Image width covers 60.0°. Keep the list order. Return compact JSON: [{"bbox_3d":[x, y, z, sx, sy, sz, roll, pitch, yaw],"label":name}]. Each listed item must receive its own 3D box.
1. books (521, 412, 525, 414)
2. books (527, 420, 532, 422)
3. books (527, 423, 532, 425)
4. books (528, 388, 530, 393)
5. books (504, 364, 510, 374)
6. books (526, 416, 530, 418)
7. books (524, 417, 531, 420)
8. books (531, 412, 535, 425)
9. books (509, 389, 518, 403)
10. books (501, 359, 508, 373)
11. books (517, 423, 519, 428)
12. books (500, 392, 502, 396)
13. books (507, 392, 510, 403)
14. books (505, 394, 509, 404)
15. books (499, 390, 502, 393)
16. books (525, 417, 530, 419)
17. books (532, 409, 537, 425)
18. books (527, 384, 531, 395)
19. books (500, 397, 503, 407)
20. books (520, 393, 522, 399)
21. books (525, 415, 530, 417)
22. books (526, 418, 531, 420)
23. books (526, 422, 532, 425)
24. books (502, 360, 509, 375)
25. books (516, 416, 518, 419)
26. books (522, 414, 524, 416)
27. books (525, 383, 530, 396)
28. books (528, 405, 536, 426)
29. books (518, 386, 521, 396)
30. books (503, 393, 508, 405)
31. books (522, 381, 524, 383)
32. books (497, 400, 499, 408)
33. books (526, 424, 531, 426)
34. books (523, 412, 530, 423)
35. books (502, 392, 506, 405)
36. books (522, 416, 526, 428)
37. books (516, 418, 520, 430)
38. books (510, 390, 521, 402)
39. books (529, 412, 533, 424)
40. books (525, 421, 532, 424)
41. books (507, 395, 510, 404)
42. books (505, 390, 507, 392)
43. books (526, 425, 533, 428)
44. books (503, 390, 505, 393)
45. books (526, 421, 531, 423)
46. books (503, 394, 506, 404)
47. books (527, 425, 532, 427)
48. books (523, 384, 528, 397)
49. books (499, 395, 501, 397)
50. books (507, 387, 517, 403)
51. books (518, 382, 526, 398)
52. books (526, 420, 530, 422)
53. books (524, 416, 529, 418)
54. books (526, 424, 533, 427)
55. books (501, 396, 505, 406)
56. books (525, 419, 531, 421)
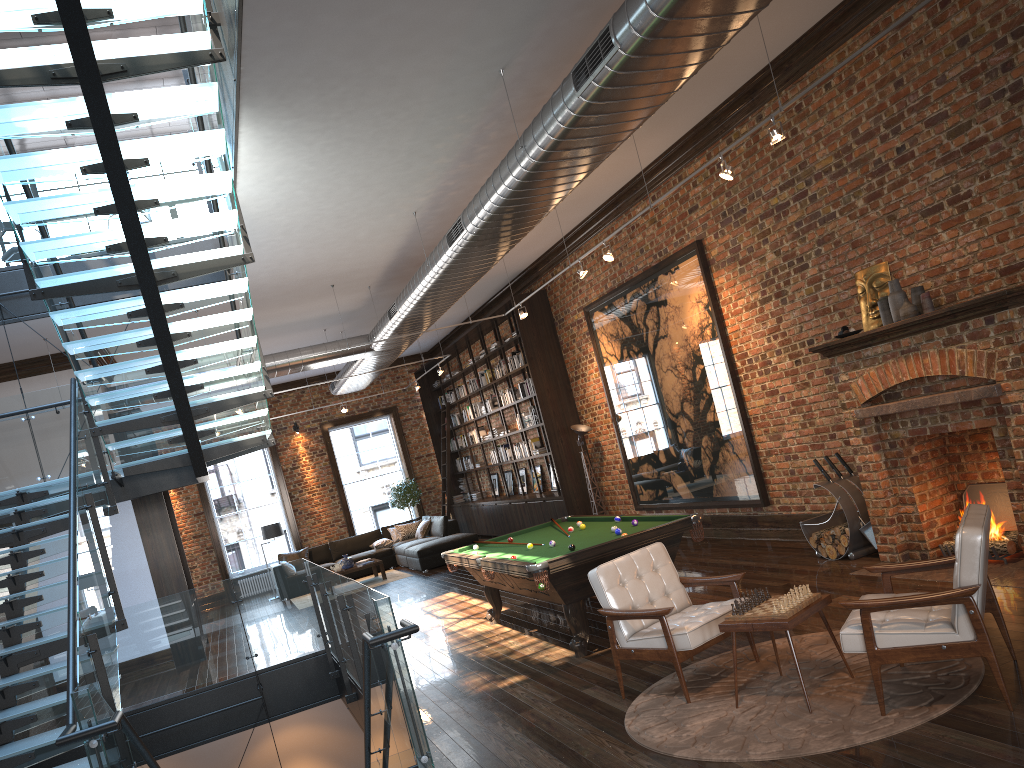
[{"bbox_3d":[0.203,0.670,16.110,0.153,0.296,0.016,-15,1,-18],"label":"books"},{"bbox_3d":[0.367,0.639,15.643,0.160,0.012,0.313,-13,-4,-19],"label":"books"},{"bbox_3d":[0.371,0.689,15.642,0.160,0.012,0.317,-14,-4,-16],"label":"books"},{"bbox_3d":[0.369,0.081,15.189,0.176,0.216,0.015,-14,1,-18],"label":"books"},{"bbox_3d":[-0.038,-0.271,16.014,0.187,0.208,0.052,-14,0,-19],"label":"books"},{"bbox_3d":[0.345,0.570,15.638,0.160,0.012,0.315,-13,-4,-18],"label":"books"},{"bbox_3d":[0.345,0.595,15.636,0.158,0.012,0.357,-13,-4,-23],"label":"books"},{"bbox_3d":[0.436,0.585,15.358,0.178,0.237,0.036,-14,1,-19],"label":"books"},{"bbox_3d":[0.060,0.221,16.096,0.170,0.238,0.058,-14,0,-19],"label":"books"},{"bbox_3d":[-0.068,-0.306,16.076,0.187,0.297,0.015,-14,1,-18],"label":"books"},{"bbox_3d":[0.191,0.719,16.132,0.187,0.210,0.007,-14,1,-18],"label":"books"},{"bbox_3d":[-0.120,0.279,16.651,0.158,0.285,0.014,-15,1,-18],"label":"books"},{"bbox_3d":[0.020,0.236,16.234,0.184,0.238,0.036,-14,1,-19],"label":"books"},{"bbox_3d":[-0.014,0.266,16.319,0.179,0.209,0.024,-14,1,-18],"label":"books"},{"bbox_3d":[-0.158,0.278,16.788,0.142,0.324,0.117,-15,0,-19],"label":"books"},{"bbox_3d":[0.348,0.581,15.638,0.158,0.012,0.353,-13,-4,-18],"label":"books"},{"bbox_3d":[0.456,0.552,15.292,0.166,0.282,0.072,-15,0,-19],"label":"books"},{"bbox_3d":[0.367,0.079,15.161,0.164,0.217,0.036,-14,0,-19],"label":"books"},{"bbox_3d":[-0.140,0.326,16.695,0.222,0.209,0.065,-14,0,-19],"label":"books"},{"bbox_3d":[0.219,0.118,15.629,0.165,0.282,0.060,-15,0,-19],"label":"books"},{"bbox_3d":[0.339,0.546,15.638,0.158,0.012,0.353,-13,-4,-18],"label":"books"},{"bbox_3d":[0.354,0.605,15.638,0.158,0.012,0.353,-13,-4,-18],"label":"books"},{"bbox_3d":[0.371,0.676,15.644,0.160,0.012,0.315,-13,-4,-18],"label":"books"},{"bbox_3d":[-0.068,-0.297,16.063,0.179,0.279,0.009,-14,1,-18],"label":"books"},{"bbox_3d":[0.182,0.695,16.158,0.173,0.264,0.026,-14,1,-18],"label":"books"},{"bbox_3d":[0.281,0.647,15.899,0.128,0.270,0.034,-15,1,-19],"label":"books"},{"bbox_3d":[0.345,0.076,15.198,0.188,0.240,0.016,-14,1,-18],"label":"books"},{"bbox_3d":[0.408,0.541,15.378,0.179,0.339,0.013,-15,1,-18],"label":"books"},{"bbox_3d":[0.209,0.139,15.679,0.160,0.254,0.014,-14,1,-18],"label":"books"},{"bbox_3d":[-0.054,0.270,16.461,0.159,0.241,0.031,-14,1,-19],"label":"books"},{"bbox_3d":[0.276,0.086,15.427,0.155,0.288,0.030,-15,1,-19],"label":"books"},{"bbox_3d":[-0.188,0.321,16.814,0.189,0.260,0.094,-14,0,-19],"label":"books"},{"bbox_3d":[0.371,0.701,15.642,0.159,0.012,0.356,-14,-4,-15],"label":"books"},{"bbox_3d":[0.299,0.639,15.835,0.137,0.267,0.034,-15,1,-19],"label":"books"},{"bbox_3d":[-0.078,0.267,16.529,0.165,0.269,0.012,-14,1,-18],"label":"books"},{"bbox_3d":[0.266,0.673,15.857,0.183,0.221,0.033,-14,0,-19],"label":"books"},{"bbox_3d":[0.193,0.712,16.121,0.186,0.219,0.016,-14,1,-18],"label":"books"},{"bbox_3d":[0.080,0.223,16.071,0.181,0.218,0.051,-14,0,-19],"label":"books"},{"bbox_3d":[0.410,0.561,15.391,0.183,0.300,0.013,-14,1,-18],"label":"books"},{"bbox_3d":[0.369,0.664,15.642,0.158,0.012,0.353,-13,-4,-21],"label":"books"},{"bbox_3d":[0.003,0.254,16.306,0.158,0.222,0.013,-14,1,-18],"label":"books"},{"bbox_3d":[-0.021,0.235,16.399,0.153,0.284,0.015,-15,1,-18],"label":"books"},{"bbox_3d":[0.380,0.736,15.642,0.158,0.012,0.357,-13,-4,-23],"label":"books"},{"bbox_3d":[-0.059,0.246,16.506,0.137,0.296,0.024,-15,1,-19],"label":"books"},{"bbox_3d":[0.360,0.654,15.640,0.160,0.012,0.318,-13,-4,-23],"label":"books"},{"bbox_3d":[-0.062,0.279,16.520,0.164,0.236,0.014,-14,1,-18],"label":"books"},{"bbox_3d":[0.379,0.724,15.643,0.159,0.012,0.355,-14,-4,-16],"label":"books"},{"bbox_3d":[0.312,0.096,15.292,0.185,0.230,0.035,-14,0,-19],"label":"books"},{"bbox_3d":[-0.154,0.315,16.725,0.185,0.244,0.079,-14,0,-19],"label":"books"},{"bbox_3d":[0.026,0.206,16.169,0.182,0.285,0.034,-14,1,-19],"label":"books"},{"bbox_3d":[0.259,0.096,15.355,0.244,0.265,0.038,-14,0,-18],"label":"books"},{"bbox_3d":[0.355,0.629,15.637,0.160,0.012,0.318,-14,-4,-15],"label":"books"},{"bbox_3d":[0.342,0.558,15.638,0.158,0.012,0.353,-13,-4,-21],"label":"books"},{"bbox_3d":[0.377,0.712,15.643,0.160,0.012,0.317,-13,-4,-22],"label":"books"},{"bbox_3d":[-0.095,0.306,16.574,0.180,0.208,0.030,-14,0,-19],"label":"books"},{"bbox_3d":[0.355,0.617,15.638,0.158,0.012,0.354,-13,-4,-22],"label":"books"}]
